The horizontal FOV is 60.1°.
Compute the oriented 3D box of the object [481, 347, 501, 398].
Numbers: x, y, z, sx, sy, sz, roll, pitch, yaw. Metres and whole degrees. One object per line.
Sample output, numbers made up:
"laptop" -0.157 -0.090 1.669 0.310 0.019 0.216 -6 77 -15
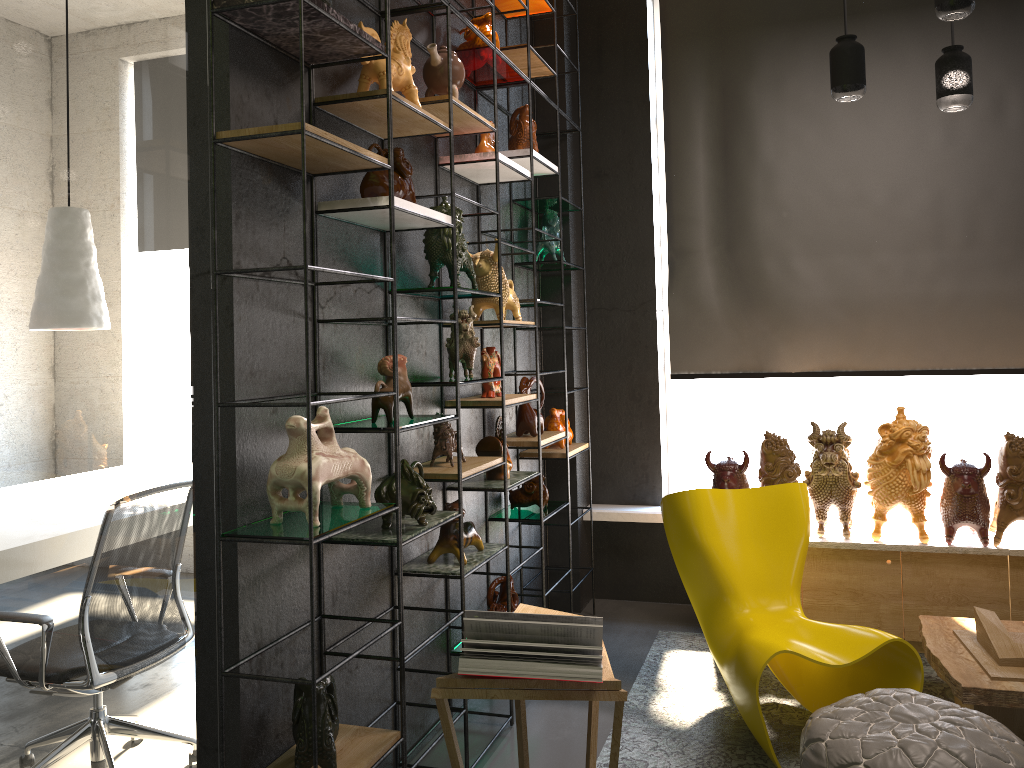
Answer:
"object" -0.083 -0.052 3.872 0.060 0.223 0.267 -2 0 19

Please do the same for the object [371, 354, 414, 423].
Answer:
"object" -0.390 0.014 2.879 0.119 0.220 0.212 -2 0 2

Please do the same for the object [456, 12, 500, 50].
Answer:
"object" -0.164 -1.511 3.931 0.139 0.222 0.277 -1 0 -42

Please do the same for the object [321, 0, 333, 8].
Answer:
"object" -0.626 -1.122 2.462 0.253 0.250 0.126 -2 -1 -7

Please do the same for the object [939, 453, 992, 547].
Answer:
"object" 2.163 0.528 4.238 0.219 0.441 0.463 -2 0 23

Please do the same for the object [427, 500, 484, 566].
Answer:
"object" -0.191 0.539 3.367 0.155 0.236 0.309 -2 1 22

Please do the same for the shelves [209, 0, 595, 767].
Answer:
"shelves" -0.177 -0.592 3.636 0.274 3.914 2.992 -2 0 18

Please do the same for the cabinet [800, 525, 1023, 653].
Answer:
"cabinet" 2.340 1.010 4.217 2.728 0.531 0.404 -1 0 18

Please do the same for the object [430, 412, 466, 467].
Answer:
"object" -0.241 0.206 3.362 0.096 0.210 0.183 -2 0 21

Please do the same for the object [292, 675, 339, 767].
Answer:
"object" -0.535 0.905 2.408 0.126 0.250 0.253 -1 0 -12

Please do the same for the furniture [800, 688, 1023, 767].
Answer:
"furniture" 1.221 1.173 2.661 0.679 0.383 0.679 -1 1 18

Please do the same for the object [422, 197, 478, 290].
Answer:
"object" -0.239 -0.532 3.377 0.167 0.357 0.255 -2 -1 23

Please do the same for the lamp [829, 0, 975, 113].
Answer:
"lamp" 1.602 -1.708 1.956 2.677 2.276 2.841 -2 1 -28

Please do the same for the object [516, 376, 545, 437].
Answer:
"object" 0.084 0.109 4.320 0.114 0.290 0.249 -2 0 18

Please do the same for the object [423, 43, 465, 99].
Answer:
"object" -0.261 -1.169 3.403 0.164 0.267 0.237 -1 0 -11

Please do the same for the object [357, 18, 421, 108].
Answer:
"object" -0.416 -1.080 2.938 0.170 0.363 0.375 -2 0 13

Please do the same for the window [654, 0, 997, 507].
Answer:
"window" 2.019 -0.886 5.158 2.307 3.173 0.051 -2 -2 18

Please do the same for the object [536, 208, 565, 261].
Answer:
"object" 0.204 -0.813 4.825 0.152 0.333 0.289 -2 0 10

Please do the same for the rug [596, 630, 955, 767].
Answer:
"rug" 2.144 1.326 3.044 3.594 0.010 2.191 -1 2 18

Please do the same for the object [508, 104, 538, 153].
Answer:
"object" 0.050 -1.225 4.362 0.126 0.250 0.253 -1 0 -12

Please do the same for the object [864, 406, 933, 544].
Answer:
"object" 1.890 0.429 4.334 0.307 0.656 0.469 -2 -1 23

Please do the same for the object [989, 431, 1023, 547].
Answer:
"object" 2.410 0.483 4.209 0.249 0.546 0.475 -2 0 26

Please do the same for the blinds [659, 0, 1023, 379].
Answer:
"blinds" -0.708 -0.911 5.247 12.700 3.314 3.525 0 1 38

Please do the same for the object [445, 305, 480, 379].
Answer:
"object" -0.202 -0.157 3.376 0.131 0.280 0.207 -1 0 -24

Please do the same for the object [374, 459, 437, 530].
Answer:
"object" -0.360 0.347 2.894 0.192 0.221 0.403 -2 1 -13

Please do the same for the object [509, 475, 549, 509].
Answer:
"object" 0.077 0.527 4.323 0.210 0.169 0.105 -1 -1 17

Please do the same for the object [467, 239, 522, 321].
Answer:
"object" -0.073 -0.440 3.859 0.175 0.352 0.369 -2 0 23

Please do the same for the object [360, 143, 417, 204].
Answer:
"object" -0.408 -0.683 2.902 0.138 0.222 0.278 -2 1 18

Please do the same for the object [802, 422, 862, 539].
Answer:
"object" 1.590 0.468 4.443 0.271 0.580 0.429 -2 0 11

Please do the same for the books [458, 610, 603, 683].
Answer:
"books" 0.069 0.746 2.620 0.400 0.233 0.482 -1 2 5

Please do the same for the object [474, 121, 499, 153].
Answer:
"object" -0.098 -1.068 3.906 0.107 0.210 0.233 -2 0 35

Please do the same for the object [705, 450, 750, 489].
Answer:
"object" 1.144 0.542 4.568 0.219 0.441 0.463 -2 0 23

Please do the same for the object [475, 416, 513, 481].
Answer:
"object" -0.065 0.276 3.835 0.123 0.271 0.227 -2 0 18

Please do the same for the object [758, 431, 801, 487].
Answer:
"object" 1.392 0.497 4.539 0.249 0.546 0.475 -2 0 26

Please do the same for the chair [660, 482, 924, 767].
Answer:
"chair" 1.047 0.887 3.644 0.658 0.898 1.068 -1 1 -12

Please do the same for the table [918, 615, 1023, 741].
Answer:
"table" 1.946 1.169 3.334 0.694 0.309 0.829 -1 2 18

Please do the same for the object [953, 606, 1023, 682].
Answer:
"object" 1.897 0.949 3.296 0.350 0.136 0.520 -1 2 13

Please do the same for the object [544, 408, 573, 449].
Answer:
"object" 0.255 0.234 4.828 0.138 0.222 0.278 -2 1 19

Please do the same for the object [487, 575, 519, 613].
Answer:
"object" -0.046 0.964 3.775 0.126 0.250 0.253 -2 0 18

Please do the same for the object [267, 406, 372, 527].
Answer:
"object" -0.522 0.213 2.448 0.164 0.304 0.341 -2 0 23

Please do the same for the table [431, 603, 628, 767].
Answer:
"table" 0.139 1.088 2.657 0.496 0.620 0.733 -2 1 19
